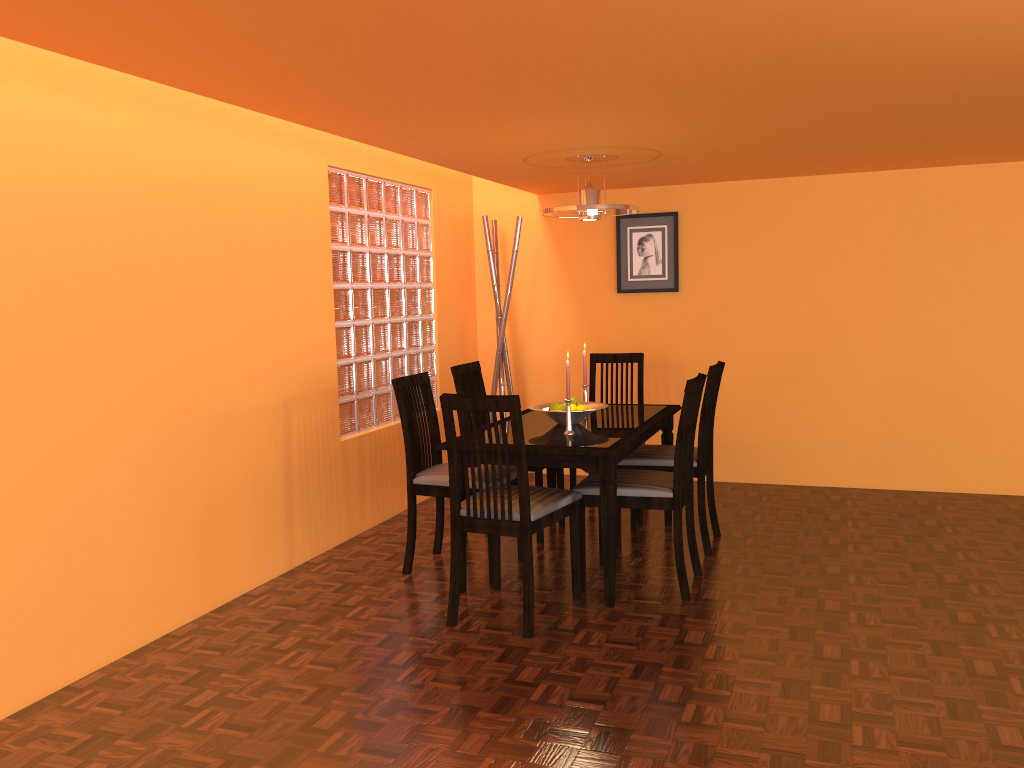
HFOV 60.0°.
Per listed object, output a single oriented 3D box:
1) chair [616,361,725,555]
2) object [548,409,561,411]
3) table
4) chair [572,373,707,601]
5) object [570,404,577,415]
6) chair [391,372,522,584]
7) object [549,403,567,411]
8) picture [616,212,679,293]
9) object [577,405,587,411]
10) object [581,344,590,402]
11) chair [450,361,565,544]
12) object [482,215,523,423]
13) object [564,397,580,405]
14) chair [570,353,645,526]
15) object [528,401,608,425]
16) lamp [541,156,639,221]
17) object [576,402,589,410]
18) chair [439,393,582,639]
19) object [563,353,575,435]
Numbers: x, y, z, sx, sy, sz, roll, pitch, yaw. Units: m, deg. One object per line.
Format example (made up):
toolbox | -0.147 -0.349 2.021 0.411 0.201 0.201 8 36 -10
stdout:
chair | 0.700 0.311 3.921 0.465 0.809 0.373 1 6 20
object | 0.230 0.126 3.659 0.150 0.052 0.066 -4 6 -21
table | 0.270 0.451 3.780 0.697 0.584 1.259 1 6 20
chair | 0.501 0.372 3.383 0.465 0.809 0.373 1 6 20
object | 0.244 0.104 3.615 0.046 0.046 0.055 -1 6 3
chair | -0.217 0.365 3.650 0.465 0.809 0.373 1 6 20
object | 0.197 0.116 3.697 0.089 0.076 0.087 1 7 26
picture | 0.785 -0.759 5.151 0.361 0.456 0.014 1 6 20
object | 0.281 0.111 3.650 0.055 0.046 0.046 -3 6 -17
object | 0.326 -0.027 3.963 0.044 0.326 0.044 -1 6 9
chair | -0.018 0.304 4.188 0.465 0.809 0.373 1 6 20
object | -0.048 -0.193 5.256 0.308 1.589 0.226 4 8 42
object | 0.257 0.086 3.778 0.069 0.066 0.069 2 7 30
chair | 0.504 0.261 4.465 0.373 0.809 0.465 0 6 15
object | 0.235 0.129 3.713 0.337 0.072 0.337 -3 6 -13
lamp | 0.344 -0.869 3.947 0.435 0.274 0.435 4 8 42
object | 0.295 0.105 3.710 0.055 0.070 0.066 -1 6 2
chair | -0.010 0.415 3.104 0.373 0.809 0.465 1 6 25
object | 0.217 0.031 3.428 0.044 0.326 0.044 -1 6 9
